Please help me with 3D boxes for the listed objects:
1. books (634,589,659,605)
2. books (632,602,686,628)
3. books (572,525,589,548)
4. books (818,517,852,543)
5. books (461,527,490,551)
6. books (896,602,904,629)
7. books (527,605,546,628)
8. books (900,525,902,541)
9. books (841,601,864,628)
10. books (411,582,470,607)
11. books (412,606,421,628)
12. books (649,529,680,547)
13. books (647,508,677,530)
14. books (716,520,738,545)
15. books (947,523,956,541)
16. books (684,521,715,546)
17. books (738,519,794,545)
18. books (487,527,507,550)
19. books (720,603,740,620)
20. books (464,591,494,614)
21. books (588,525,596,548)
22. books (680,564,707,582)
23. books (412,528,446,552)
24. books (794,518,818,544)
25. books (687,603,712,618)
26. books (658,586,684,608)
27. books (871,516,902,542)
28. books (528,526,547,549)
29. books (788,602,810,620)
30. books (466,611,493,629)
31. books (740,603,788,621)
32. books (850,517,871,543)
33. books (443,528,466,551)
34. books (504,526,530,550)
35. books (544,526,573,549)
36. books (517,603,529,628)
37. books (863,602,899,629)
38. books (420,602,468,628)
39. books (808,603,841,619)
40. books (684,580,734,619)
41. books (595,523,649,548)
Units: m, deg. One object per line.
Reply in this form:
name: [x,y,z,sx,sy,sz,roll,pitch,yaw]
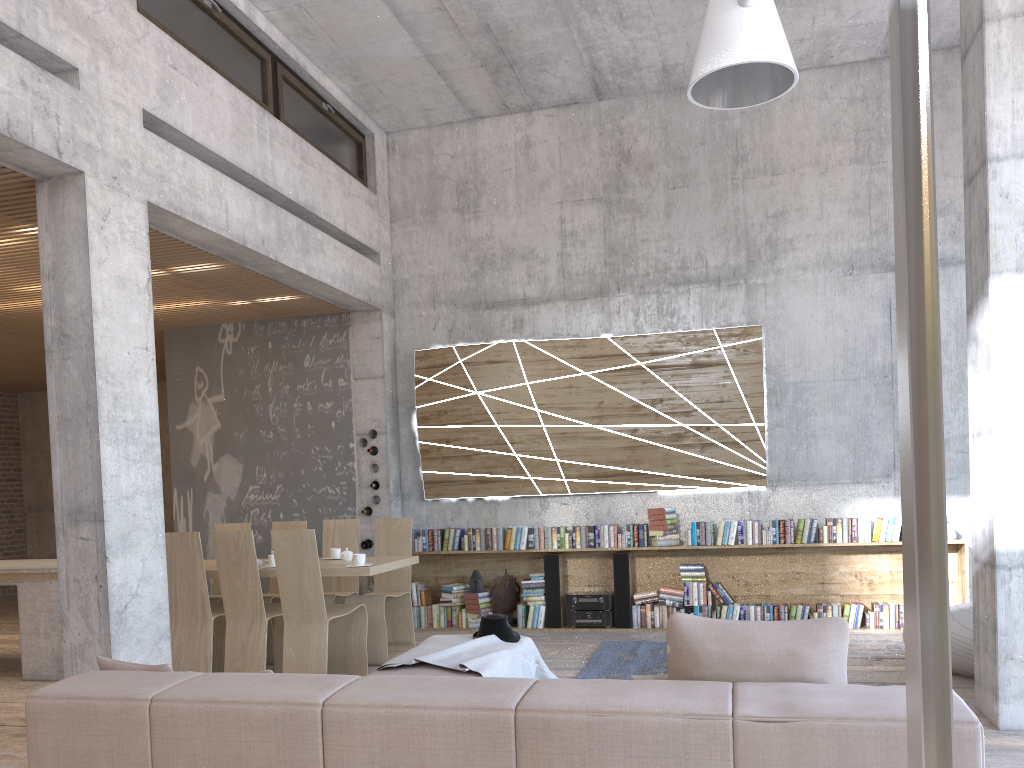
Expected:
books: [1.295,2.046,8.410,0.235,0.140,0.192,-4,-4,16]
books: [1.410,2.212,8.405,0.495,0.238,0.242,-4,-3,15]
books: [0.685,1.493,8.568,0.155,0.220,0.205,-3,-2,14]
books: [2.927,1.327,7.957,0.279,0.220,0.209,-3,-2,13]
books: [-0.354,1.557,8.816,0.279,0.220,0.209,-3,-2,13]
books: [3.536,2.071,7.840,0.156,0.220,0.189,-3,-2,14]
books: [0.256,2.295,8.686,0.200,0.228,0.189,-3,-2,15]
books: [3.534,1.287,7.771,0.156,0.221,0.154,-3,-1,15]
books: [3.096,2.106,7.991,0.200,0.228,0.189,-3,-2,15]
books: [-0.787,2.152,8.968,0.718,0.262,0.301,-4,-3,19]
books: [-1.054,2.390,9.023,0.274,0.220,0.205,-3,-2,15]
books: [1.441,1.457,8.307,0.284,0.150,0.222,0,-5,-28]
books: [1.422,1.278,8.298,0.190,0.210,0.246,-4,-3,36]
books: [2.004,1.384,8.171,0.200,0.228,0.189,-3,-2,15]
books: [3.744,1.274,7.718,0.277,0.221,0.170,-3,-1,16]
books: [1.760,1.403,8.246,0.279,0.220,0.209,-3,-2,13]
books: [2.344,1.368,8.106,0.490,0.220,0.215,-4,-2,15]
books: [-0.151,1.539,8.737,0.156,0.220,0.189,-3,-2,14]
books: [2.035,2.170,8.198,0.200,0.228,0.189,-3,-2,15]
books: [-0.331,2.188,8.792,0.190,0.210,0.246,-4,-3,36]
books: [0.784,1.484,8.534,0.055,0.220,0.189,-2,-2,14]
books: [1.716,1.790,8.301,0.239,0.161,0.190,-3,-3,15]
books: [-0.938,1.599,8.965,0.490,0.220,0.215,-4,-2,15]
books: [2.691,1.344,8.029,0.200,0.228,0.189,-3,-2,15]
books: [1.769,2.190,8.279,0.227,0.220,0.215,-3,-2,14]
books: [1.510,2.013,8.291,0.244,0.192,0.154,-3,-2,15]
books: [3.341,1.293,7.823,0.249,0.228,0.189,-3,-2,15]
books: [0.252,1.518,8.630,0.156,0.221,0.154,-3,-1,15]
books: [2.637,2.136,8.078,0.200,0.228,0.189,-3,-2,15]
books: [-0.332,2.365,8.807,0.261,0.151,0.249,0,-5,-30]
books: [2.341,2.157,8.147,0.418,0.220,0.205,-4,-2,15]
books: [3.130,1.309,7.878,0.156,0.220,0.189,-3,-2,14]
books: [-0.591,1.574,8.888,0.200,0.228,0.189,-3,-2,15]
books: [0.060,1.524,8.682,0.249,0.228,0.189,-3,-2,15]
books: [0.463,1.504,8.577,0.277,0.221,0.170,-3,-1,16]
books: [0.110,2.307,8.741,0.074,0.220,0.205,-2,-2,14]
books: [3.332,2.090,7.919,0.279,0.220,0.209,-3,-2,13]
books: [-0.676,2.357,8.954,0.495,0.238,0.242,-4,-3,15]
books: [2.857,2.120,8.010,0.279,0.220,0.209,-3,-2,13]
books: [1.860,2.079,8.262,0.452,0.449,0.214,-3,0,15]
books: [1.059,1.461,8.442,0.490,0.220,0.215,-4,-2,15]
